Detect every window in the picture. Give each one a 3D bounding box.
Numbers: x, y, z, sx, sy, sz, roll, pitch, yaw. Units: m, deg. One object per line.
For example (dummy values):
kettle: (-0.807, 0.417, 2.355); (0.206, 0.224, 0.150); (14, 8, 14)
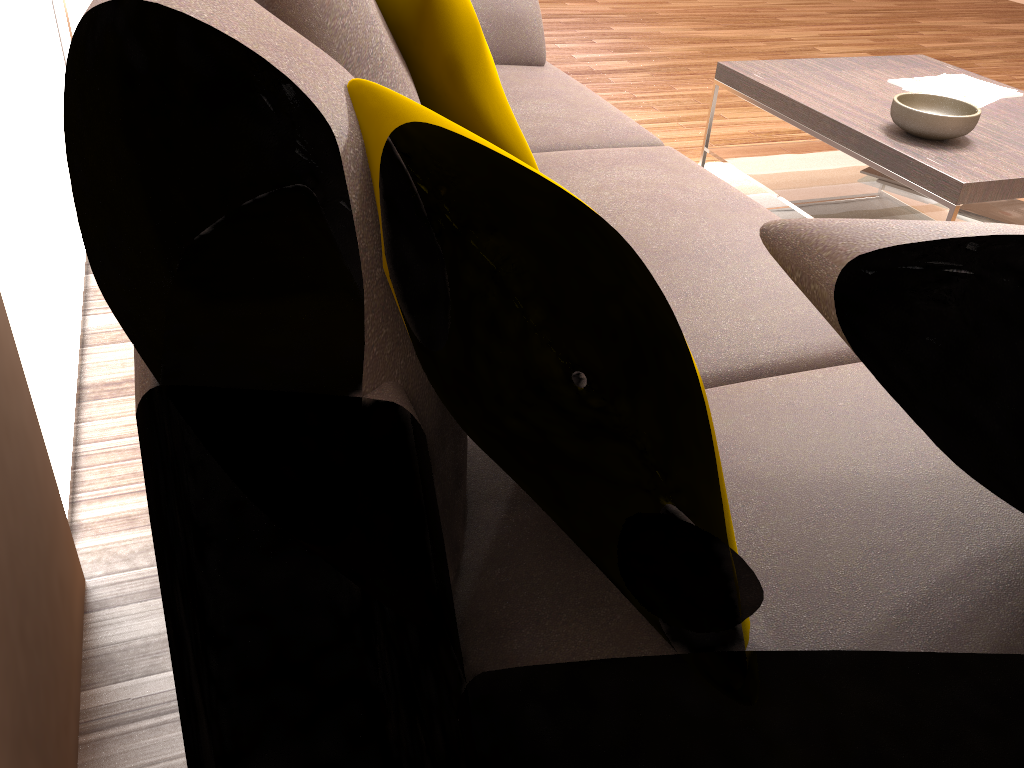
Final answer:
window: (-1.098, -1.169, 1.727); (0.020, 2.419, 1.983); (-9, 36, -18)

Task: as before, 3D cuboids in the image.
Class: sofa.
sofa: (0.278, -0.161, 1.872); (1.906, 0.776, 3.565); (-9, 36, -18)

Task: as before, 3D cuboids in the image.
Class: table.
table: (1.254, -0.599, 2.794); (0.856, 0.558, 1.110); (-9, 36, -18)

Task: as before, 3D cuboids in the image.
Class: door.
door: (-1.118, -1.921, 2.855); (0.967, 2.419, 0.060); (-27, 44, -37)

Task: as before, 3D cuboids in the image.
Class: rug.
rug: (1.239, -0.372, 2.955); (1.791, 0.024, 2.122); (-9, 36, -18)

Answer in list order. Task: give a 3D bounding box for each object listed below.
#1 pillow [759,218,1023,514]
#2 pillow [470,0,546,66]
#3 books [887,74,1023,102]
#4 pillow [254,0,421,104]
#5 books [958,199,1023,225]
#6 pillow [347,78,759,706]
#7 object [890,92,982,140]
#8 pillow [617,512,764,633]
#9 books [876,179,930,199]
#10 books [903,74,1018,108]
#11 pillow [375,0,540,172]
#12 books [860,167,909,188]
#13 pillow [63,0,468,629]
pillow: (0.675, 0.096, 0.819); (0.645, 0.415, 0.792); (-5, 35, -14)
pillow: (-0.321, -1.219, 2.712); (0.749, 0.470, 0.560); (-11, 37, -22)
books: (1.400, -0.936, 2.806); (0.332, 0.010, 0.241); (-12, 37, -22)
pillow: (-0.408, -0.603, 1.676); (0.459, 0.590, 0.783); (-12, 37, -23)
books: (1.557, -0.499, 2.690); (0.332, 0.026, 0.241); (30, 42, 34)
pillow: (0.045, -0.010, 0.937); (0.335, 0.486, 0.631); (-7, 35, -16)
object: (1.118, -0.705, 2.360); (0.219, 0.081, 0.219); (-6, 35, -14)
pillow: (0.389, 0.164, 0.486); (0.806, 0.578, 0.483); (17, 36, 19)
books: (1.390, -0.671, 2.923); (0.332, 0.008, 0.241); (-27, 44, -37)
books: (1.418, -0.928, 2.808); (0.241, 0.008, 0.332); (31, 42, 34)
pillow: (-0.226, -0.715, 1.916); (0.382, 0.492, 0.658); (-16, 38, -27)
books: (1.351, -0.711, 2.963); (0.241, 0.008, 0.332); (31, 42, 34)
pillow: (-0.267, -0.167, 1.070); (0.431, 0.576, 0.787); (0, 34, -6)
